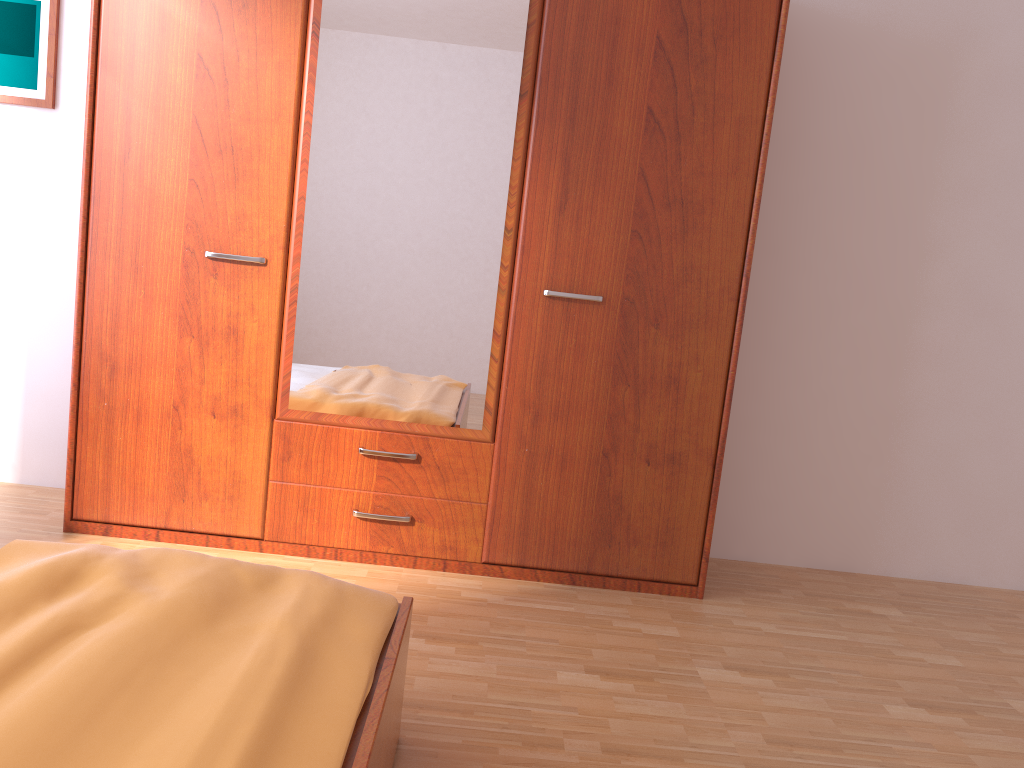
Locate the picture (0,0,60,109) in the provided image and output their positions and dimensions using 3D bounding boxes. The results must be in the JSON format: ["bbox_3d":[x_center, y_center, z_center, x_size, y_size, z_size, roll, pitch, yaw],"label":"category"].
[{"bbox_3d":[-1.862,-1.234,3.006,0.645,0.517,0.030,6,7,-1],"label":"picture"}]

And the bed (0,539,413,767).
[{"bbox_3d":[-1.177,0.405,1.093,1.990,0.560,1.632,6,7,-1],"label":"bed"}]

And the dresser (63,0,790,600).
[{"bbox_3d":[-0.287,-0.430,2.884,2.017,2.004,0.487,6,7,-1],"label":"dresser"}]

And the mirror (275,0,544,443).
[{"bbox_3d":[-0.306,-0.618,2.653,0.681,1.556,0.037,6,7,-1],"label":"mirror"}]
